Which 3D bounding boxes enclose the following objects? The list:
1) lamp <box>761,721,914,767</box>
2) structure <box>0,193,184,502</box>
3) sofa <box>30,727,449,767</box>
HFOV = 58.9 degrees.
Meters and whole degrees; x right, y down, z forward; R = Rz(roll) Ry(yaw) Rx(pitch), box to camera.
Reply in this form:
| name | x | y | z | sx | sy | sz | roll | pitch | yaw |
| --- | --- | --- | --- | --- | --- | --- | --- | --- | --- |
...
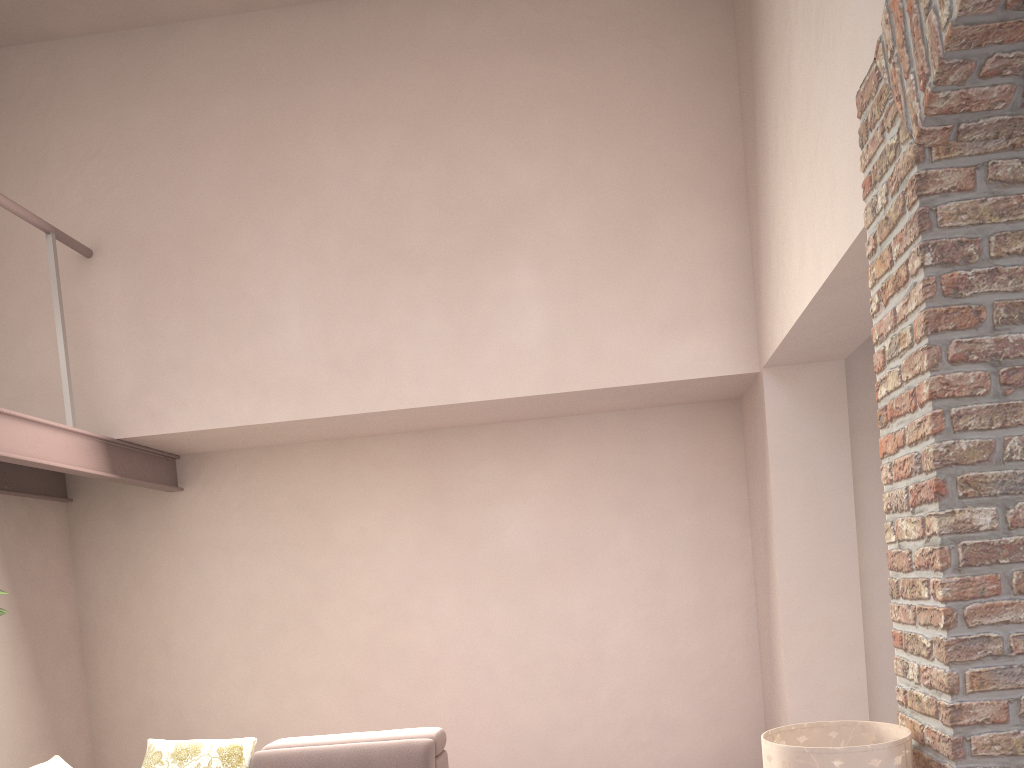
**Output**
| name | x | y | z | sx | sy | sz | roll | pitch | yaw |
| --- | --- | --- | --- | --- | --- | --- | --- | --- | --- |
| lamp | 0.908 | 1.364 | 2.465 | 0.412 | 0.848 | 0.385 | -5 | 0 | 5 |
| structure | -1.166 | 0.196 | 1.765 | 3.789 | 3.176 | 7.300 | -6 | -10 | 5 |
| sofa | -1.151 | 1.527 | 2.655 | 2.164 | 0.934 | 3.202 | -6 | -11 | 5 |
